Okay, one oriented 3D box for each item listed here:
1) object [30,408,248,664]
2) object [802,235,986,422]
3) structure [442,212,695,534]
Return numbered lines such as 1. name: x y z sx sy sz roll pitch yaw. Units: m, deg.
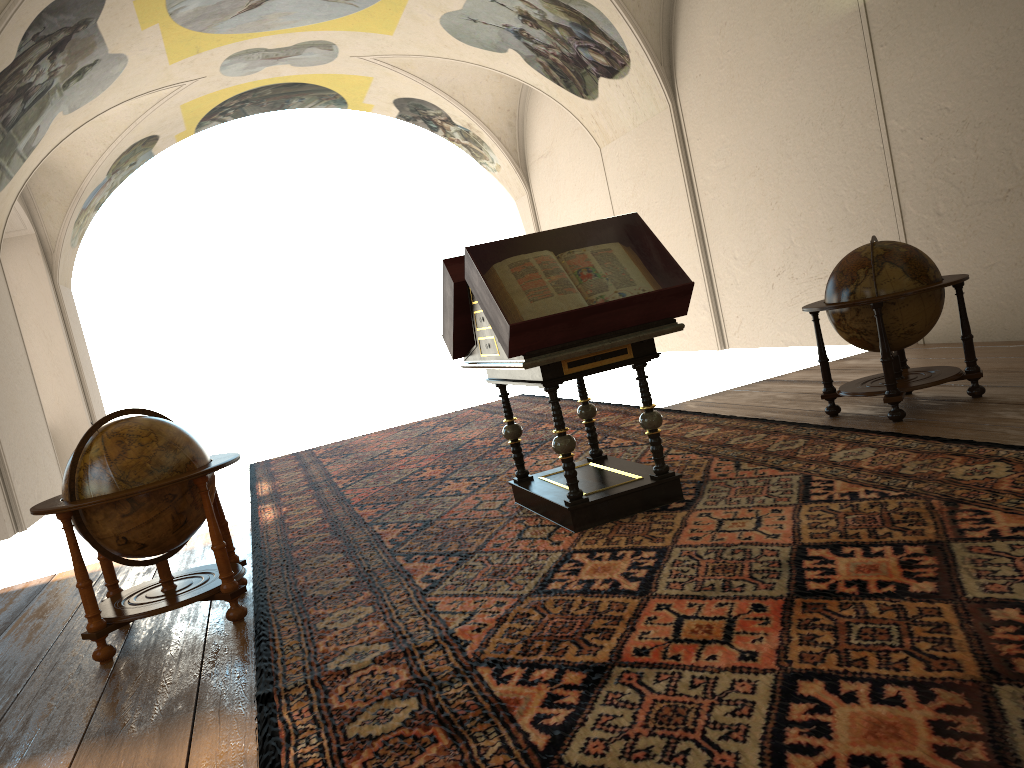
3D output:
1. object: -2.344 0.870 5.739 1.280 1.451 1.275 -11 6 22
2. object: 3.101 -0.507 7.315 1.280 1.451 1.275 -9 7 36
3. structure: 0.393 -0.078 6.348 1.243 1.985 1.890 -14 6 -16
